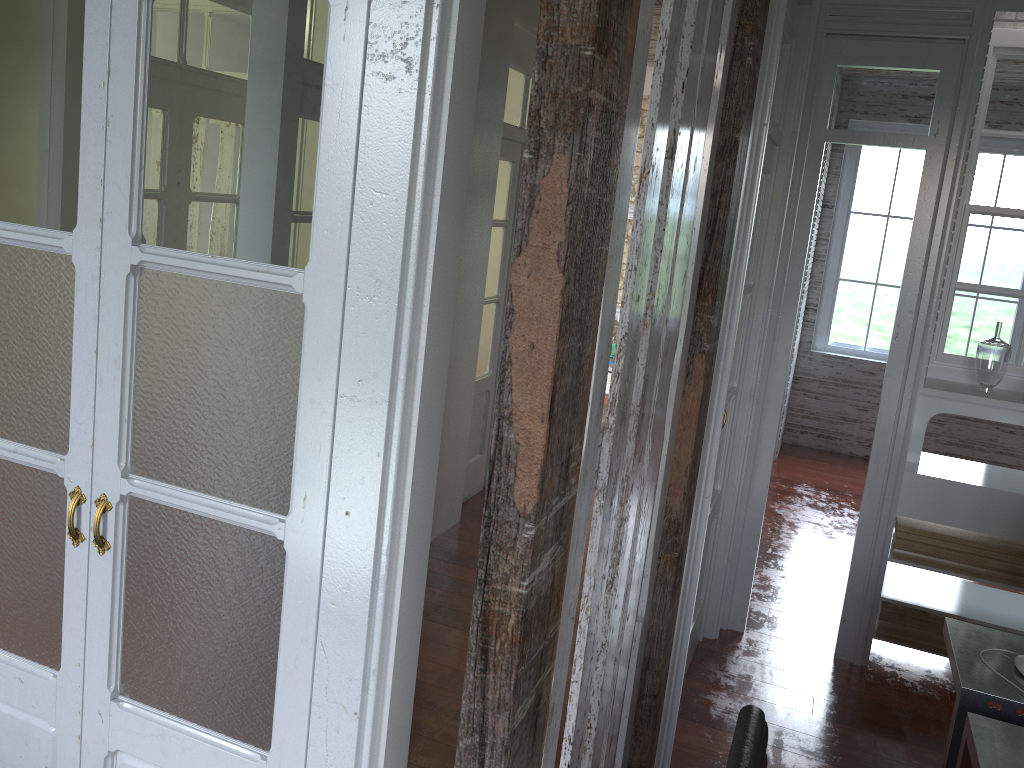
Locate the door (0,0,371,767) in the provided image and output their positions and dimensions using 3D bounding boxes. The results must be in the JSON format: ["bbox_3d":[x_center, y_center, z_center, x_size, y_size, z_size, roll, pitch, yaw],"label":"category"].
[{"bbox_3d":[-0.794,0.244,1.697,1.061,2.161,0.041,10,10,20],"label":"door"}]

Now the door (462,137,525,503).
[{"bbox_3d":[-0.072,-0.379,5.248,0.041,2.068,1.083,10,10,20],"label":"door"}]

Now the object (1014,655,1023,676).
[{"bbox_3d":[1.314,0.718,2.251,0.059,0.028,0.107,10,12,18],"label":"object"}]

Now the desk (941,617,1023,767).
[{"bbox_3d":[1.348,1.332,1.203,1.304,0.721,2.523,11,12,19],"label":"desk"}]

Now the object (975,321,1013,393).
[{"bbox_3d":[1.952,-0.097,3.598,0.129,0.313,0.130,-3,13,-44],"label":"object"}]

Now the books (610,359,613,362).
[{"bbox_3d":[1.155,-0.257,9.597,0.255,0.030,0.175,12,13,25],"label":"books"}]

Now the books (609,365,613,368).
[{"bbox_3d":[1.151,-0.195,9.602,0.285,0.032,0.199,11,13,20],"label":"books"}]

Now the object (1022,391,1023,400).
[{"bbox_3d":[2.092,0.006,3.468,0.148,0.199,0.149,7,10,3],"label":"object"}]

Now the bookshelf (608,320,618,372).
[{"bbox_3d":[0.902,-0.466,9.861,1.405,0.545,0.402,11,11,20],"label":"bookshelf"}]

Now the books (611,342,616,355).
[{"bbox_3d":[1.145,-0.345,9.849,0.045,0.220,0.175,10,11,20],"label":"books"}]

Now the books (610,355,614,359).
[{"bbox_3d":[1.162,-0.282,9.590,0.205,0.023,0.144,11,13,20],"label":"books"}]

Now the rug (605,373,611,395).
[{"bbox_3d":[0.876,-0.030,9.076,1.071,0.016,1.075,11,13,20],"label":"rug"}]

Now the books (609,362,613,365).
[{"bbox_3d":[1.155,-0.226,9.597,0.284,0.031,0.199,8,12,5],"label":"books"}]

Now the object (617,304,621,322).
[{"bbox_3d":[1.228,-0.769,9.673,0.136,0.193,0.116,-2,13,-39],"label":"object"}]

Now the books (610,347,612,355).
[{"bbox_3d":[1.105,-0.341,9.845,0.026,0.205,0.162,10,11,20],"label":"books"}]

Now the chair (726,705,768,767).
[{"bbox_3d":[0.509,1.094,1.187,0.700,1.014,0.670,9,10,14],"label":"chair"}]

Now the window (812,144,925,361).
[{"bbox_3d":[3.315,-1.032,6.993,1.544,1.922,0.128,10,10,20],"label":"window"}]
